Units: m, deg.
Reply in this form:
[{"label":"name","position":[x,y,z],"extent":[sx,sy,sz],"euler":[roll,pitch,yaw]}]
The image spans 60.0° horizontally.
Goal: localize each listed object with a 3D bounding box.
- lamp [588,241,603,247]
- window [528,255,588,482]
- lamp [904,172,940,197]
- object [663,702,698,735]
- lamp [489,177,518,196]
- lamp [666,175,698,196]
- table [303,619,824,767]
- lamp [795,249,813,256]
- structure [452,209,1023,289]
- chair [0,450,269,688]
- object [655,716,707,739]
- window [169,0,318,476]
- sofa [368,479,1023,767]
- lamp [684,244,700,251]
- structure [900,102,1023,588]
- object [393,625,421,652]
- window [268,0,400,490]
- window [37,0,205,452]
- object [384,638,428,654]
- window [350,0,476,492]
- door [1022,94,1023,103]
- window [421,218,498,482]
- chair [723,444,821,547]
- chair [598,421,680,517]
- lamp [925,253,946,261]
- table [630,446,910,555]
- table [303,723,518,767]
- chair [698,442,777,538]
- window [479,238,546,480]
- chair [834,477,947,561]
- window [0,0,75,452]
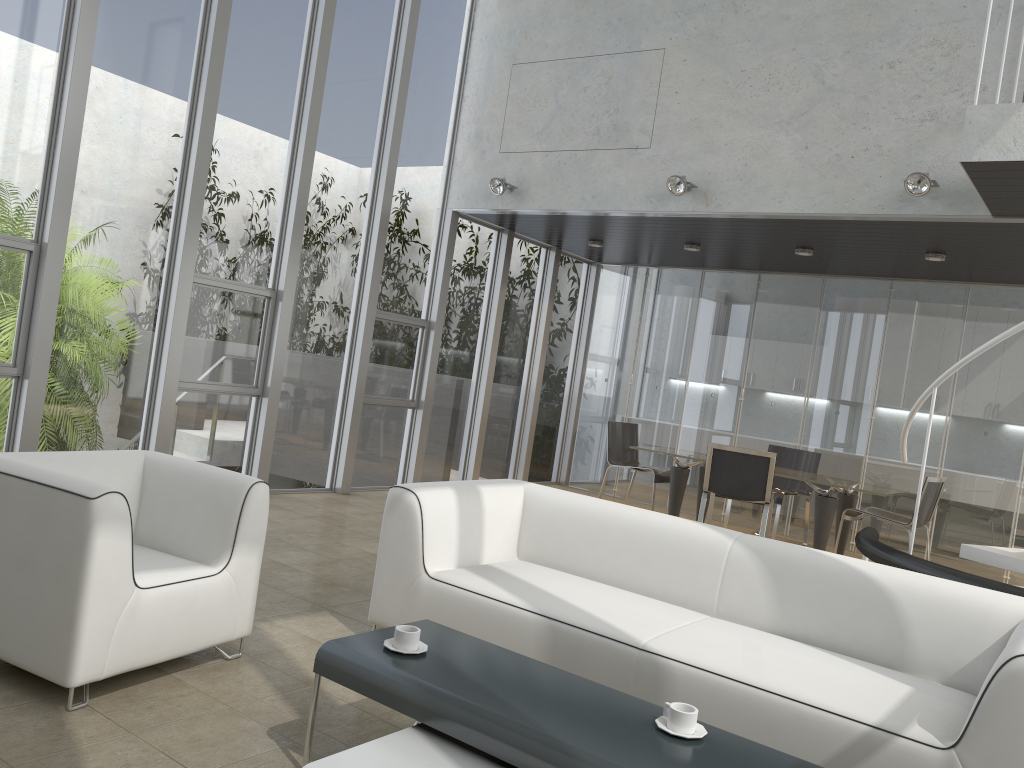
[{"label":"lamp","position":[0.857,-1.433,9.076],"extent":[0.149,0.038,0.149],"euler":[8,1,-39]},{"label":"window","position":[0.497,-0.160,10.348],"extent":[0.010,2.645,0.741],"euler":[9,1,36]},{"label":"lamp","position":[2.697,-1.307,5.860],"extent":[0.197,0.154,0.254],"euler":[9,1,36]},{"label":"object","position":[0.443,0.871,2.318],"extent":[0.075,0.057,0.090],"euler":[8,1,-6]},{"label":"lamp","position":[-0.094,-1.742,7.862],"extent":[0.197,0.154,0.228],"euler":[9,1,36]},{"label":"lamp","position":[1.305,-1.524,6.866],"extent":[0.197,0.154,0.254],"euler":[9,1,36]},{"label":"table","position":[0.128,1.055,2.389],"extent":[1.420,0.390,0.532],"euler":[9,1,36]},{"label":"lamp","position":[2.579,-1.164,7.830],"extent":[0.149,0.038,0.149],"euler":[8,1,-39]},{"label":"structure","position":[-0.361,-2.200,5.262],"extent":[9.817,6.605,10.665],"euler":[9,1,34]},{"label":"chair","position":[-1.453,0.608,3.251],"extent":[0.720,0.635,0.829],"euler":[9,1,26]},{"label":"object","position":[0.440,0.898,2.311],"extent":[0.130,0.014,0.136],"euler":[8,1,-39]},{"label":"window","position":[-1.908,-1.981,6.604],"extent":[0.050,5.700,0.800],"euler":[9,1,36]},{"label":"sofa","position":[0.722,0.923,3.494],"extent":[2.601,0.638,0.971],"euler":[9,1,36]},{"label":"lamp","position":[1.718,-1.299,8.453],"extent":[0.149,0.038,0.149],"euler":[8,1,-39]},{"label":"structure","position":[1.949,1.010,6.639],"extent":[6.700,6.900,4.916],"euler":[9,1,36]},{"label":"object","position":[-0.314,0.756,2.646],"extent":[0.075,0.057,0.090],"euler":[8,1,-6]},{"label":"window","position":[-1.393,-1.915,7.356],"extent":[0.010,5.650,0.741],"euler":[9,1,36]},{"label":"window","position":[-2.447,-2.051,5.870],"extent":[0.010,5.650,0.741],"euler":[9,1,36]},{"label":"object","position":[-0.317,0.783,2.639],"extent":[0.130,0.014,0.136],"euler":[8,1,-39]},{"label":"window","position":[-0.854,-1.845,8.091],"extent":[0.050,5.700,0.800],"euler":[9,1,36]},{"label":"door","position":[3.700,-2.357,5.468],"extent":[0.800,2.100,0.100],"euler":[9,1,36]},{"label":"window","position":[-0.557,-0.295,8.862],"extent":[0.010,2.645,0.741],"euler":[9,1,36]},{"label":"chair","position":[2.434,1.049,8.298],"extent":[0.660,0.922,0.546],"euler":[8,1,-44]},{"label":"chair","position":[1.255,0.872,8.577],"extent":[0.660,0.922,0.546],"euler":[9,1,41]},{"label":"lamp","position":[3.440,-1.030,7.208],"extent":[0.149,0.038,0.149],"euler":[8,1,-39]},{"label":"table","position":[2.197,1.107,7.897],"extent":[2.250,0.733,0.900],"euler":[9,1,36]},{"label":"table","position":[0.105,1.112,2.154],"extent":[0.901,0.276,0.929],"euler":[9,1,36]},{"label":"chair","position":[1.889,0.980,7.416],"extent":[0.546,0.922,0.660],"euler":[9,1,21]},{"label":"window","position":[-0.030,-0.228,9.605],"extent":[0.010,2.645,0.741],"euler":[9,1,36]},{"label":"chair","position":[3.088,1.158,7.245],"extent":[0.660,0.922,0.546],"euler":[9,1,41]},{"label":"window","position":[-2.961,-2.117,5.118],"extent":[0.050,5.700,0.800],"euler":[9,1,36]}]
